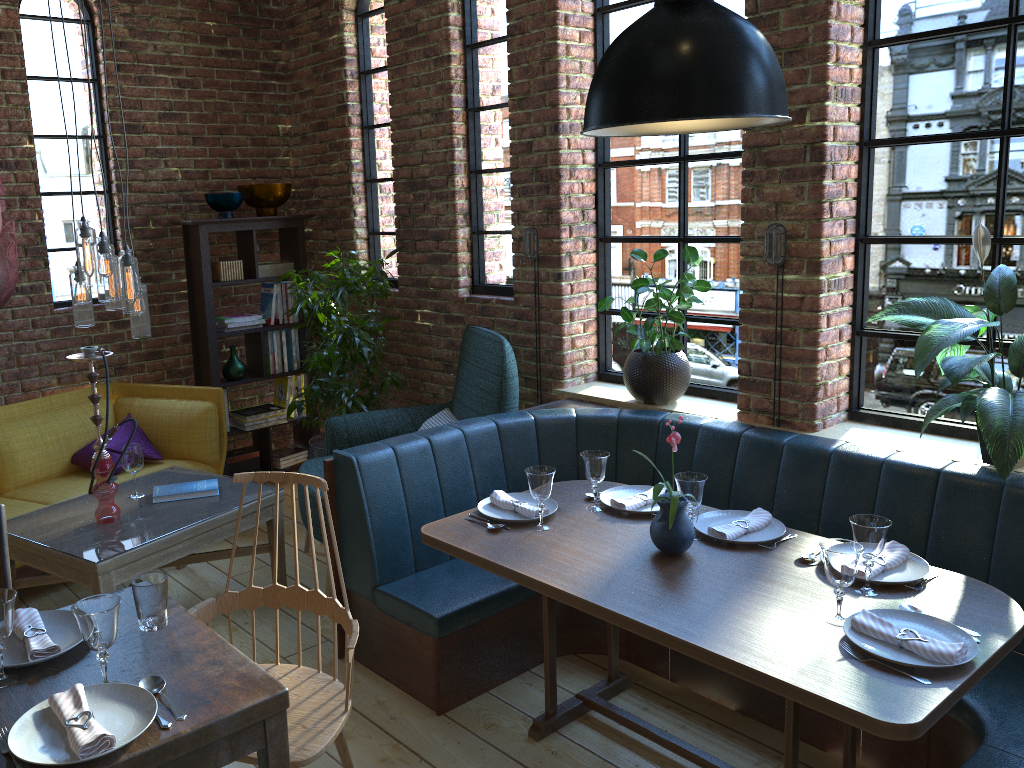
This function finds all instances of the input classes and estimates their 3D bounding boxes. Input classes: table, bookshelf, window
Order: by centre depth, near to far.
[{"bbox_3d":[-0.981,0.996,1.940,0.718,0.723,0.787,-12,14,-41],"label":"table"},{"bbox_3d":[0.520,0.825,2.585,0.788,0.657,1.615,-12,15,-41],"label":"table"},{"bbox_3d":[-0.212,-1.016,3.404,8.759,2.417,3.366,1,12,16],"label":"window"},{"bbox_3d":[-1.547,0.759,3.738,0.784,0.505,0.899,5,14,33],"label":"table"},{"bbox_3d":[-1.588,-0.183,5.439,0.781,1.659,0.332,-11,14,-40],"label":"bookshelf"}]

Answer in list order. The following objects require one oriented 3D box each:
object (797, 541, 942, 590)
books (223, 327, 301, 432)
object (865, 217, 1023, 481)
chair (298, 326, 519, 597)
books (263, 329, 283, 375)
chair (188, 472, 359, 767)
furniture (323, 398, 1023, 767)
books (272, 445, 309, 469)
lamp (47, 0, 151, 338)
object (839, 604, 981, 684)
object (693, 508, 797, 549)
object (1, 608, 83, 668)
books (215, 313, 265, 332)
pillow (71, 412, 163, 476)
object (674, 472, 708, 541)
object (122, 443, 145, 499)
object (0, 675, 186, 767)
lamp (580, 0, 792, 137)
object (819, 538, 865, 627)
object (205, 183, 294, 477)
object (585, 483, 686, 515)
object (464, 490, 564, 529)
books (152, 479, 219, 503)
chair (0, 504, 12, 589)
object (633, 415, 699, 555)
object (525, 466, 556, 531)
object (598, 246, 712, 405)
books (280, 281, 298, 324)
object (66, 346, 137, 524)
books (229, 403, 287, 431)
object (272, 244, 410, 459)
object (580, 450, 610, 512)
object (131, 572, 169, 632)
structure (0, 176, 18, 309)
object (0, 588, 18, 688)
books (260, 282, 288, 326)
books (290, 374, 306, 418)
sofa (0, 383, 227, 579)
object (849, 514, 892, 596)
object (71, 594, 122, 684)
[{"bbox_3d":[0.973,0.478,2.413,0.258,0.051,0.340,-12,15,-37],"label":"object"},{"bbox_3d":[-1.591,-0.039,5.467,0.562,0.572,0.200,-12,15,-42],"label":"books"},{"bbox_3d":[1.459,-0.125,2.684,0.582,0.747,0.769,-12,14,-42],"label":"object"},{"bbox_3d":[-0.502,0.322,4.167,1.007,1.092,0.832,-5,11,-17],"label":"chair"},{"bbox_3d":[-1.516,-0.205,5.511,0.082,0.271,0.181,-11,14,-41],"label":"books"},{"bbox_3d":[-0.646,0.770,2.295,0.553,1.000,0.439,2,11,20],"label":"chair"},{"bbox_3d":[0.719,0.703,2.732,1.307,0.818,2.739,-12,15,-41],"label":"furniture"},{"bbox_3d":[-1.457,0.468,5.653,0.213,0.072,0.233,6,14,36],"label":"books"},{"bbox_3d":[-1.739,-1.198,3.347,0.491,2.109,0.297,-5,11,-16],"label":"lamp"},{"bbox_3d":[0.912,0.566,2.006,0.311,0.051,0.282,-12,15,-37],"label":"object"},{"bbox_3d":[0.683,0.429,2.716,0.258,0.051,0.340,-12,15,-37],"label":"object"},{"bbox_3d":[-1.131,0.587,2.037,0.311,0.051,0.282,-12,15,-37],"label":"object"},{"bbox_3d":[-1.655,-0.374,5.350,0.257,0.079,0.187,-13,15,-40],"label":"books"},{"bbox_3d":[-2.433,0.353,4.285,0.419,0.451,1.435,6,14,35],"label":"pillow"},{"bbox_3d":[0.541,0.373,2.671,0.097,0.191,0.100,-4,11,-12],"label":"object"},{"bbox_3d":[-1.634,0.374,3.809,0.091,0.227,0.092,-2,10,-4],"label":"object"},{"bbox_3d":[-0.808,0.642,1.702,0.311,0.051,0.282,-12,15,-37],"label":"object"},{"bbox_3d":[0.429,-1.317,2.187,0.512,1.319,0.549,-6,11,-24],"label":"lamp"},{"bbox_3d":[0.786,0.478,2.110,0.097,0.191,0.100,-4,11,-12],"label":"object"},{"bbox_3d":[-1.571,-0.326,5.413,0.343,1.752,0.583,8,14,42],"label":"object"},{"bbox_3d":[0.422,0.382,3.001,0.258,0.051,0.340,-12,15,-37],"label":"object"},{"bbox_3d":[0.005,0.411,2.954,0.311,0.051,0.282,-12,15,-37],"label":"object"},{"bbox_3d":[-1.415,0.462,3.826,0.266,0.028,0.165,-6,12,-16],"label":"books"},{"bbox_3d":[-1.380,0.837,2.314,0.547,0.910,0.388,8,14,42],"label":"chair"},{"bbox_3d":[0.458,0.280,2.559,0.132,0.429,0.226,-6,11,-23],"label":"object"},{"bbox_3d":[0.092,0.366,2.804,0.097,0.191,0.100,-4,11,-12],"label":"object"},{"bbox_3d":[0.632,-0.249,3.717,0.376,0.659,0.528,-5,11,-18],"label":"object"},{"bbox_3d":[-1.421,-0.516,5.551,0.076,0.256,0.186,-11,14,-41],"label":"books"},{"bbox_3d":[-1.590,0.208,3.441,0.273,0.700,0.162,7,13,39],"label":"object"},{"bbox_3d":[-1.577,0.204,5.482,0.290,0.087,0.256,-12,15,-38],"label":"books"},{"bbox_3d":[-0.925,-0.015,4.838,0.893,1.520,0.701,4,12,27],"label":"object"},{"bbox_3d":[0.279,0.327,2.951,0.097,0.191,0.100,-4,11,-12],"label":"object"},{"bbox_3d":[-0.864,0.523,2.114,0.088,0.119,0.081,6,13,37],"label":"object"},{"bbox_3d":[-2.749,-0.940,4.572,0.229,1.140,0.226,-1,10,4],"label":"structure"},{"bbox_3d":[-1.099,0.546,1.881,0.102,0.191,0.095,3,11,23],"label":"object"},{"bbox_3d":[-1.500,-0.501,5.495,0.119,0.257,0.171,-11,14,-41],"label":"books"},{"bbox_3d":[-1.407,0.066,5.656,0.081,0.271,0.199,-11,14,-41],"label":"books"},{"bbox_3d":[-2.391,0.550,4.303,0.826,0.759,1.918,5,13,31],"label":"sofa"},{"bbox_3d":[0.914,0.441,2.258,0.097,0.191,0.100,-4,11,-12],"label":"object"},{"bbox_3d":[-0.852,0.546,1.830,0.099,0.191,0.098,-1,11,6],"label":"object"}]
